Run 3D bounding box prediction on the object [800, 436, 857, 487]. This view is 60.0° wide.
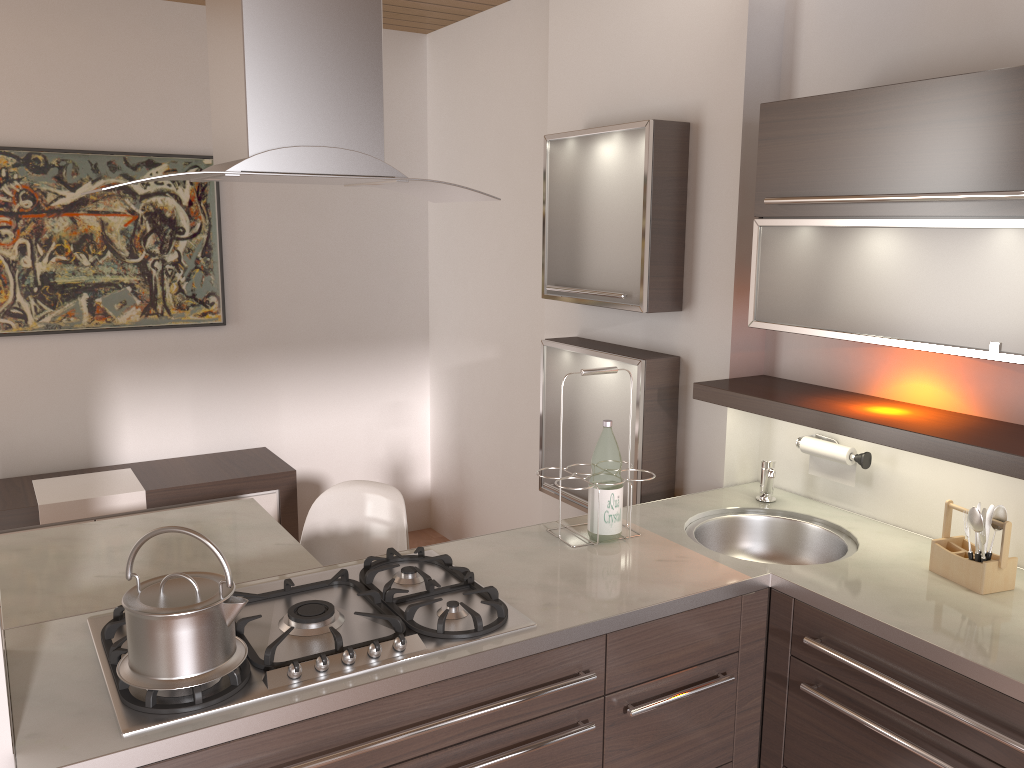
[{"bbox_3d":[0.911,0.225,2.565,0.053,0.119,0.165,-6,12,-31],"label":"object"}]

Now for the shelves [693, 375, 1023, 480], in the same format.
[{"bbox_3d":[1.161,0.151,1.993,0.313,0.050,1.850,-6,12,-31],"label":"shelves"}]

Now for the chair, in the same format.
[{"bbox_3d":[-0.616,0.800,2.879,0.491,0.847,0.608,6,12,28],"label":"chair"}]

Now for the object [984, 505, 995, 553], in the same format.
[{"bbox_3d":[1.089,0.372,2.046,0.020,0.196,0.017,-1,10,-8],"label":"object"}]

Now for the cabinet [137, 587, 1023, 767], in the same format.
[{"bbox_3d":[0.357,1.015,1.658,2.150,0.870,1.850,-6,12,-31],"label":"cabinet"}]

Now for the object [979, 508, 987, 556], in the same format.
[{"bbox_3d":[1.075,0.375,2.029,0.023,0.196,0.018,-5,12,-29],"label":"object"}]

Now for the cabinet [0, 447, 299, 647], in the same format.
[{"bbox_3d":[-1.850,0.726,3.903,1.740,0.608,0.540,-6,12,-31],"label":"cabinet"}]

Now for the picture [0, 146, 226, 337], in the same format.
[{"bbox_3d":[-1.938,-0.626,3.927,1.277,0.801,0.018,-6,12,-31],"label":"picture"}]

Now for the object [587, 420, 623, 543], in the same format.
[{"bbox_3d":[0.246,0.252,2.324,0.091,0.319,0.091,1,10,4],"label":"object"}]

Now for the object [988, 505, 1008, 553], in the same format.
[{"bbox_3d":[1.104,0.370,2.039,0.042,0.192,0.040,4,11,17],"label":"object"}]

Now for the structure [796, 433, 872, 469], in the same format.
[{"bbox_3d":[0.941,0.191,2.560,0.087,0.049,0.237,-6,12,-30],"label":"structure"}]

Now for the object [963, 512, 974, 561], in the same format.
[{"bbox_3d":[1.060,0.380,2.051,0.044,0.178,0.019,7,12,33],"label":"object"}]

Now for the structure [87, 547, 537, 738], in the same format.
[{"bbox_3d":[-0.415,0.476,1.834,0.797,0.047,0.494,-6,12,-31],"label":"structure"}]

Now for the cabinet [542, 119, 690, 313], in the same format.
[{"bbox_3d":[0.285,-0.565,3.022,0.619,0.600,0.172,10,14,44],"label":"cabinet"}]

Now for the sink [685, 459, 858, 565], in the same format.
[{"bbox_3d":[0.690,0.420,2.431,0.450,0.347,0.494,-4,11,-25],"label":"sink"}]

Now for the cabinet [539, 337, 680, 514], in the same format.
[{"bbox_3d":[0.320,0.165,3.201,0.194,0.600,0.598,-6,12,-31],"label":"cabinet"}]

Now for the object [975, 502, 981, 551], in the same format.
[{"bbox_3d":[1.079,0.371,2.051,0.018,0.196,0.022,-5,12,-29],"label":"object"}]

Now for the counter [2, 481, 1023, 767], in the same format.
[{"bbox_3d":[0.361,0.569,1.578,2.150,0.036,1.850,-6,12,-31],"label":"counter"}]

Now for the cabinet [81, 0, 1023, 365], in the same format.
[{"bbox_3d":[0.425,-0.506,1.483,2.058,1.032,1.399,-5,11,-27],"label":"cabinet"}]

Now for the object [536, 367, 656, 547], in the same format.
[{"bbox_3d":[0.223,0.180,2.359,0.291,0.453,0.210,-5,11,-26],"label":"object"}]

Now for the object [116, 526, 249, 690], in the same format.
[{"bbox_3d":[-0.588,0.371,1.571,0.221,0.251,0.221,-8,13,-38],"label":"object"}]

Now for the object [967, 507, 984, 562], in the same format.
[{"bbox_3d":[1.058,0.373,2.021,0.042,0.192,0.040,3,11,15],"label":"object"}]

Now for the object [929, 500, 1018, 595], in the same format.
[{"bbox_3d":[1.087,0.379,2.087,0.100,0.170,0.173,-3,11,-19],"label":"object"}]

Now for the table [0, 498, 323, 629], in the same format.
[{"bbox_3d":[-0.984,0.898,2.565,0.800,0.758,1.100,-6,12,-31],"label":"table"}]
